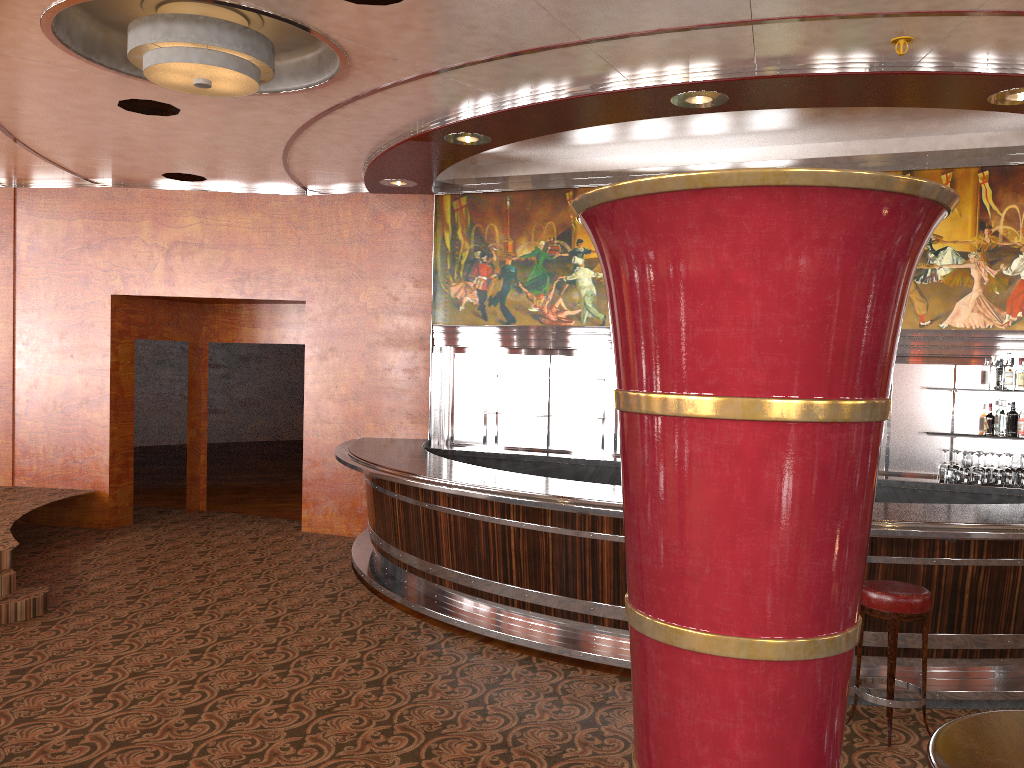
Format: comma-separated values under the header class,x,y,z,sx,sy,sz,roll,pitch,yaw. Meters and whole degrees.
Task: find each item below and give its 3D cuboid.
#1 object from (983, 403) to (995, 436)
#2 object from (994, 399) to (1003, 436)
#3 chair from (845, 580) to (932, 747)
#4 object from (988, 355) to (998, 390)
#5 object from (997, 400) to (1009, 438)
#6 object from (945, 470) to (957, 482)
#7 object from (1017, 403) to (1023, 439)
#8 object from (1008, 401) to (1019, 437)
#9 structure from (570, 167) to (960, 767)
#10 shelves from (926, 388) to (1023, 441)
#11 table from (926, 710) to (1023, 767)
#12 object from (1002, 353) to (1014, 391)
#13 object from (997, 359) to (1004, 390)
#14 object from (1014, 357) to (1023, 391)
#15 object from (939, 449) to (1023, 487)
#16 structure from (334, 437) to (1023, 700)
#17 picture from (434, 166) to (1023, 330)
class,x,y,z,sx,sy,sz,roll,pitch,yaw
object,3.919,0.292,7.275,0.080,0.273,0.080,3,2,25
object,4.011,0.278,7.268,0.078,0.305,0.206,2,2,18
chair,1.958,1.421,4.576,0.350,0.756,0.350,1,2,-27
object,3.897,-0.090,7.180,0.067,0.283,0.067,1,2,-22
object,3.982,0.280,7.183,0.078,0.305,0.078,2,2,15
object,4.269,0.754,7.108,1.424,0.135,0.403,2,2,28
object,4.106,0.296,7.131,0.067,0.283,0.067,1,2,-12
object,4.094,0.287,7.251,0.090,0.293,0.090,2,2,1
structure,2.223,0.083,1.148,4.353,3.607,0.548,1,2,-3
shelves,3.543,0.141,7.409,2.593,0.568,0.339,2,2,22
table,1.379,1.364,1.991,0.849,0.961,0.849,2,2,24
object,3.995,-0.098,7.140,0.078,0.305,0.078,2,2,13
object,4.001,-0.076,7.253,0.090,0.256,0.090,3,3,43
object,4.074,-0.079,7.109,0.080,0.273,0.080,2,2,15
object,3.979,0.690,7.173,0.951,0.245,0.396,2,2,26
structure,1.432,1.215,6.514,7.809,1.048,3.206,2,2,22
picture,2.108,-1.163,7.922,6.253,1.323,0.001,2,2,22
